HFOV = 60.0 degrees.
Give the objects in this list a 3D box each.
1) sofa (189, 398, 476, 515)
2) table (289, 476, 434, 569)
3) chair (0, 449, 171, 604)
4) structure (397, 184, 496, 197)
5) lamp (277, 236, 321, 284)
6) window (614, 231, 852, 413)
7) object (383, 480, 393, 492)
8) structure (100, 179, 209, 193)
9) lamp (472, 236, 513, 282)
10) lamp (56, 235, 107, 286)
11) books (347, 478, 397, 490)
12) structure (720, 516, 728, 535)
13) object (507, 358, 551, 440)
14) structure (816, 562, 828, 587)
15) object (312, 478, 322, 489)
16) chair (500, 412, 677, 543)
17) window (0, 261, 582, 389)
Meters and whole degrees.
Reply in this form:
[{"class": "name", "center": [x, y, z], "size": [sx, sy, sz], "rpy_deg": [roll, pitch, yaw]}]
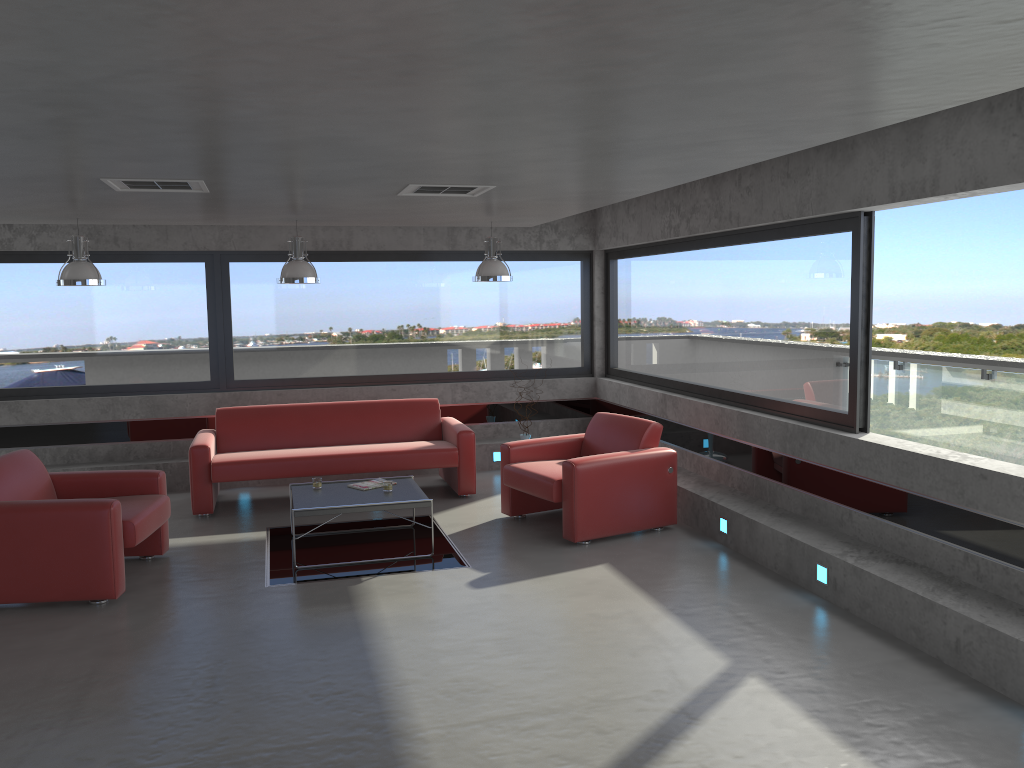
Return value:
[{"class": "sofa", "center": [-1.726, 0.649, 8.647], "size": [2.626, 0.854, 1.120], "rpy_deg": [-2, 6, -15]}, {"class": "table", "center": [-1.202, 1.056, 6.950], "size": [1.018, 0.436, 0.994], "rpy_deg": [-2, 6, -15]}, {"class": "chair", "center": [-3.054, 0.912, 6.162], "size": [1.130, 0.854, 1.196], "rpy_deg": [-1, 6, -5]}, {"class": "structure", "center": [-0.449, -1.404, 5.900], "size": [0.563, 0.240, 0.563], "rpy_deg": [-2, 6, -15]}, {"class": "lamp", "center": [-1.927, -1.119, 7.989], "size": [0.388, 0.422, 0.389], "rpy_deg": [-2, 6, -15]}, {"class": "window", "center": [1.777, -0.631, 8.246], "size": [0.003, 1.364, 4.583], "rpy_deg": [-2, 6, -15]}, {"class": "object", "center": [-0.978, 0.803, 6.986], "size": [0.079, 0.077, 0.079], "rpy_deg": [-2, 6, -7]}, {"class": "structure", "center": [-2.175, -1.332, 5.435], "size": [0.563, 0.240, 0.563], "rpy_deg": [-2, 6, -15]}, {"class": "lamp", "center": [-0.190, -1.191, 8.457], "size": [0.389, 0.422, 0.388], "rpy_deg": [-4, 6, -26]}, {"class": "lamp", "center": [-3.664, -1.047, 7.522], "size": [0.388, 0.422, 0.389], "rpy_deg": [-2, 6, -15]}, {"class": "books", "center": [-1.136, 0.812, 7.204], "size": [0.228, 0.022, 0.326], "rpy_deg": [5, 8, 45]}, {"class": "structure", "center": [1.631, 1.091, 6.828], "size": [0.004, 0.123, 0.123], "rpy_deg": [-2, 6, -15]}, {"class": "object", "center": [0.176, 0.349, 9.564], "size": [0.466, 1.289, 0.531], "rpy_deg": [-1, 6, -2]}, {"class": "structure", "center": [1.962, 1.204, 5.613], "size": [0.004, 0.123, 0.123], "rpy_deg": [-2, 6, -15]}, {"class": "object", "center": [-1.567, 0.798, 7.135], "size": [0.079, 0.077, 0.079], "rpy_deg": [-4, 7, -32]}, {"class": "chair", "center": [0.592, 0.725, 7.503], "size": [1.130, 0.854, 1.196], "rpy_deg": [-4, 6, -30]}, {"class": "window", "center": [-2.894, -0.687, 9.548], "size": [7.800, 1.364, 0.003], "rpy_deg": [-2, 6, -15]}]
